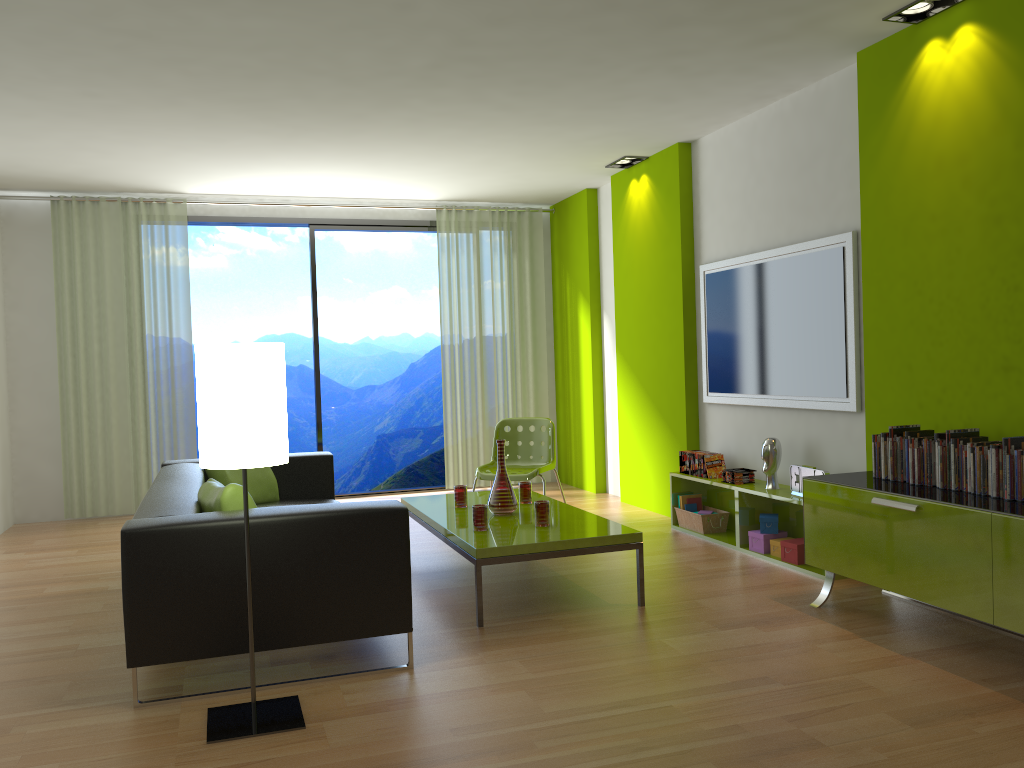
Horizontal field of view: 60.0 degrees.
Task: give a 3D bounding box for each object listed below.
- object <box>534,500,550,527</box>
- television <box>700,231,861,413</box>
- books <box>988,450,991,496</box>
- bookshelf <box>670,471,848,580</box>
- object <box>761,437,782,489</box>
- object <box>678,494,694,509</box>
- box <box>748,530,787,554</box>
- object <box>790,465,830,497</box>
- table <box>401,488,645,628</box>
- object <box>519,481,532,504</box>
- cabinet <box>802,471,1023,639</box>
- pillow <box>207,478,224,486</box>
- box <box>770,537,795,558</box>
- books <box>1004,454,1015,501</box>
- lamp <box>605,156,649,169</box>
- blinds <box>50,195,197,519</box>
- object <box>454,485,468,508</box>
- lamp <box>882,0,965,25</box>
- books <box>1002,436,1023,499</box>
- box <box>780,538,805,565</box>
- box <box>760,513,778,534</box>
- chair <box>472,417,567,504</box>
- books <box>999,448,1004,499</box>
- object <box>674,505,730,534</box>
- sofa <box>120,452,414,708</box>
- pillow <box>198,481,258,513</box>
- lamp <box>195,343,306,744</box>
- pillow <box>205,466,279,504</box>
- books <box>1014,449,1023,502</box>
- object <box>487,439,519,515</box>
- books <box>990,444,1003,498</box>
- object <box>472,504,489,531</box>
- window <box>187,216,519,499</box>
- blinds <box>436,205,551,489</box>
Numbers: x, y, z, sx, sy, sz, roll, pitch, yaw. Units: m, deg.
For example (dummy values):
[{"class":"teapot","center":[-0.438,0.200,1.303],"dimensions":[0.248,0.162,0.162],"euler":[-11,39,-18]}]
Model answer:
[{"class":"object","center":[0.150,0.641,4.379],"dimensions":[0.075,0.122,0.076],"euler":[-1,2,37]},{"class":"television","center":[1.544,-0.331,5.321],"dimensions":[0.028,0.941,1.537],"euler":[-2,1,-18]},{"class":"books","center":[1.907,0.344,3.433],"dimensions":[0.150,0.186,0.030],"euler":[-2,1,-18]},{"class":"bookshelf","center":[1.478,0.791,5.296],"dimensions":[0.306,0.378,1.630],"euler":[-2,1,-18]},{"class":"object","center":[1.506,0.462,5.130],"dimensions":[0.107,0.305,0.107],"euler":[-1,2,38]},{"class":"object","center":[1.202,0.847,5.988],"dimensions":[0.158,0.200,0.040],"euler":[-2,1,-18]},{"class":"box","center":[1.482,0.912,5.135],"dimensions":[0.202,0.116,0.135],"euler":[-2,1,-23]},{"class":"object","center":[1.599,0.530,4.766],"dimensions":[0.047,0.176,0.340],"euler":[-2,1,-13]},{"class":"table","center":[-0.033,0.869,4.803],"dimensions":[0.810,0.349,1.682],"euler":[-2,1,-18]},{"class":"object","center":[0.077,0.627,5.102],"dimensions":[0.076,0.122,0.075],"euler":[-1,1,16]},{"class":"cabinet","center":[2.109,0.739,2.602],"dimensions":[0.547,0.593,3.384],"euler":[-2,1,-18]},{"class":"pillow","center":[-1.270,0.594,3.990],"dimensions":[0.164,0.317,0.380],"euler":[-3,2,-35]},{"class":"box","center":[1.543,0.924,4.996],"dimensions":[0.169,0.093,0.102],"euler":[-2,1,-23]},{"class":"books","center":[1.926,0.350,3.332],"dimensions":[0.178,0.177,0.030],"euler":[-2,1,-18]},{"class":"lamp","center":[0.857,-1.723,6.654],"dimensions":[0.192,0.131,0.352],"euler":[-2,1,-18]},{"class":"blinds","center":[-3.127,-0.226,7.199],"dimensions":[1.012,2.568,0.067],"euler":[-2,1,-18]},{"class":"object","center":[-0.291,0.640,5.039],"dimensions":[0.076,0.122,0.075],"euler":[-1,1,16]},{"class":"lamp","center":[1.796,-1.688,3.820],"dimensions":[0.192,0.131,0.352],"euler":[-2,1,-18]},{"class":"books","center":[1.925,0.319,3.358],"dimensions":[0.161,0.239,0.020],"euler":[-2,1,-18]},{"class":"box","center":[1.580,0.915,4.841],"dimensions":[0.202,0.116,0.135],"euler":[-2,1,-23]},{"class":"box","center":[1.487,0.807,5.127],"dimensions":[0.102,0.093,0.138],"euler":[-1,1,17]},{"class":"chair","center":[0.034,0.630,6.175],"dimensions":[0.640,0.759,0.546],"euler":[-1,1,20]},{"class":"books","center":[1.921,0.340,3.376],"dimensions":[0.159,0.196,0.016],"euler":[-2,1,-18]},{"class":"object","center":[1.250,0.892,5.839],"dimensions":[0.213,0.129,0.367],"euler":[-2,1,-18]},{"class":"sofa","center":[-1.233,0.775,4.423],"dimensions":[1.061,0.639,2.583],"euler":[-2,1,-18]},{"class":"pillow","center":[-1.134,0.583,3.620],"dimensions":[0.210,0.403,0.457],"euler":[-3,2,-32]},{"class":"lamp","center":[-0.872,0.491,2.926],"dimensions":[0.302,1.244,0.295],"euler":[-2,1,-18]},{"class":"pillow","center":[-1.603,0.558,5.214],"dimensions":[0.269,0.362,0.399],"euler":[-1,2,30]},{"class":"books","center":[1.944,0.341,3.302],"dimensions":[0.161,0.196,0.038],"euler":[-2,1,-18]},{"class":"object","center":[-0.053,0.498,4.746],"dimensions":[0.168,0.400,0.168],"euler":[-3,2,-32]},{"class":"books","center":[1.907,0.333,3.398],"dimensions":[0.170,0.209,0.036],"euler":[-2,1,-18]},{"class":"object","center":[-0.154,0.652,4.318],"dimensions":[0.076,0.122,0.075],"euler":[-1,1,16]},{"class":"window","center":[-1.535,-0.213,7.962],"dimensions":[3.336,2.498,0.219],"euler":[-2,1,-18]},{"class":"blinds","center":[-0.167,-0.346,8.178],"dimensions":[1.012,2.568,0.067],"euler":[-2,1,-18]}]
